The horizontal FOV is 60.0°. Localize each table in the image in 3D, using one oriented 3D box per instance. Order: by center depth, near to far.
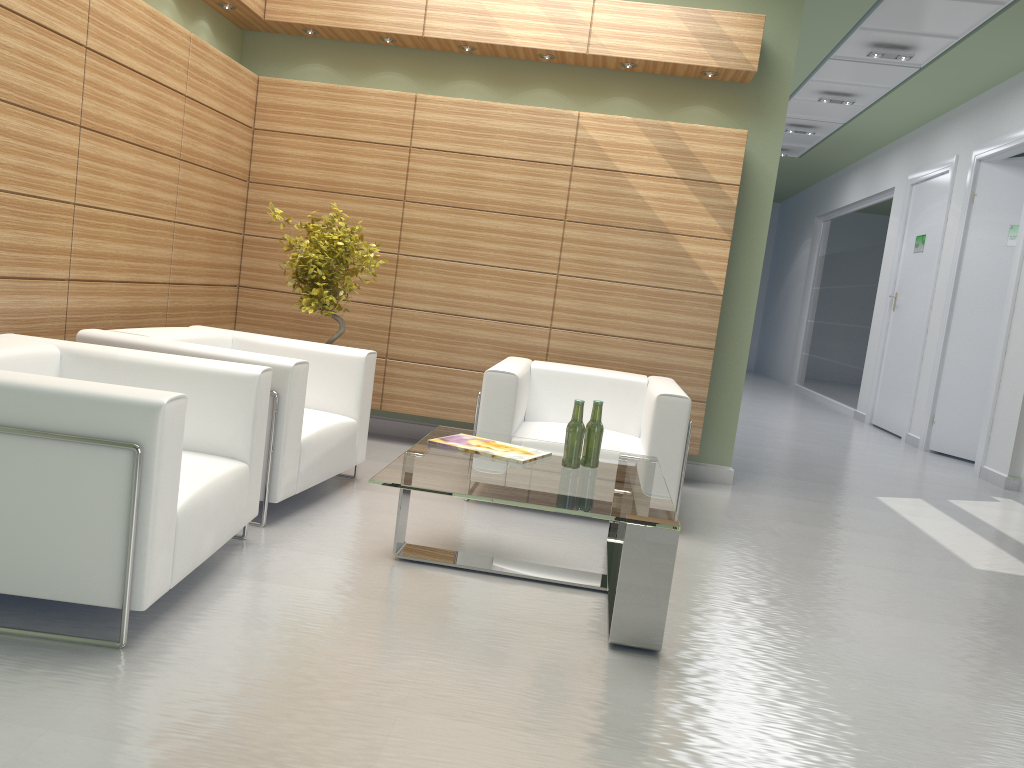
[{"bbox_3d":[0.120,0.928,6.097,1.783,0.742,2.197,8,6,5],"label":"table"}]

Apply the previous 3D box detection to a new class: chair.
[{"bbox_3d":[-2.551,0.466,5.116,1.802,1.234,1.894,7,6,0],"label":"chair"},{"bbox_3d":[-2.299,0.249,7.417,1.769,1.234,1.894,8,6,10],"label":"chair"},{"bbox_3d":[0.663,0.504,8.594,1.894,1.234,1.802,8,6,5],"label":"chair"}]

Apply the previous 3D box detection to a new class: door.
[{"bbox_3d":[8.201,-1.182,14.598,0.134,5.083,2.089,5,7,-25],"label":"door"},{"bbox_3d":[7.948,-1.566,17.824,0.250,5.083,2.089,8,6,5],"label":"door"}]

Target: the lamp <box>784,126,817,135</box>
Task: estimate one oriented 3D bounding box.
[{"bbox_3d":[6.530,-5.760,20.056,0.657,0.159,0.286,8,6,5],"label":"lamp"}]

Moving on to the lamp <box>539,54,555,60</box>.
[{"bbox_3d":[0.388,-3.636,9.784,0.181,0.074,0.181,7,6,-1],"label":"lamp"}]

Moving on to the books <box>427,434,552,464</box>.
[{"bbox_3d":[-0.158,0.465,6.437,0.762,0.025,0.508,10,7,25],"label":"books"}]

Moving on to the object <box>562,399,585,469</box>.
[{"bbox_3d":[0.437,0.346,6.141,0.131,0.475,0.131,4,7,-30],"label":"object"}]

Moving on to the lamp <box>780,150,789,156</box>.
[{"bbox_3d":[6.839,-6.048,23.074,0.657,0.159,0.286,8,6,5],"label":"lamp"}]

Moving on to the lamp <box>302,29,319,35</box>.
[{"bbox_3d":[-2.276,-4.007,10.022,0.181,0.074,0.181,7,6,-1],"label":"lamp"}]

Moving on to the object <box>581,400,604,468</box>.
[{"bbox_3d":[0.577,0.352,6.249,0.131,0.475,0.131,4,7,-30],"label":"object"}]

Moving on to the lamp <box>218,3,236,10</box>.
[{"bbox_3d":[-3.023,-4.038,9.422,0.181,0.074,0.181,6,6,-12],"label":"lamp"}]

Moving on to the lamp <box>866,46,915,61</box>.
[{"bbox_3d":[5.888,-5.163,13.795,0.657,0.159,0.286,8,6,5],"label":"lamp"}]

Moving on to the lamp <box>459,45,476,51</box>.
[{"bbox_3d":[-0.491,-3.758,9.863,0.181,0.074,0.181,3,7,-34],"label":"lamp"}]

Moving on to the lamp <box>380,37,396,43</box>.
[{"bbox_3d":[-1.389,-3.883,9.943,0.181,0.074,0.181,7,6,-1],"label":"lamp"}]

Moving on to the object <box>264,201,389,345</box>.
[{"bbox_3d":[-2.006,-0.565,8.960,1.201,2.565,1.116,4,7,-27],"label":"object"}]

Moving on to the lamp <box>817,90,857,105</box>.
[{"bbox_3d":[6.212,-5.464,16.952,0.657,0.159,0.286,8,6,5],"label":"lamp"}]

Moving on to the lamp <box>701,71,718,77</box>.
[{"bbox_3d":[2.152,-3.391,9.627,0.181,0.074,0.181,7,6,-1],"label":"lamp"}]

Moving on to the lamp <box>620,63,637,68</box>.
[{"bbox_3d":[1.279,-3.512,9.705,0.181,0.074,0.181,3,7,-34],"label":"lamp"}]
